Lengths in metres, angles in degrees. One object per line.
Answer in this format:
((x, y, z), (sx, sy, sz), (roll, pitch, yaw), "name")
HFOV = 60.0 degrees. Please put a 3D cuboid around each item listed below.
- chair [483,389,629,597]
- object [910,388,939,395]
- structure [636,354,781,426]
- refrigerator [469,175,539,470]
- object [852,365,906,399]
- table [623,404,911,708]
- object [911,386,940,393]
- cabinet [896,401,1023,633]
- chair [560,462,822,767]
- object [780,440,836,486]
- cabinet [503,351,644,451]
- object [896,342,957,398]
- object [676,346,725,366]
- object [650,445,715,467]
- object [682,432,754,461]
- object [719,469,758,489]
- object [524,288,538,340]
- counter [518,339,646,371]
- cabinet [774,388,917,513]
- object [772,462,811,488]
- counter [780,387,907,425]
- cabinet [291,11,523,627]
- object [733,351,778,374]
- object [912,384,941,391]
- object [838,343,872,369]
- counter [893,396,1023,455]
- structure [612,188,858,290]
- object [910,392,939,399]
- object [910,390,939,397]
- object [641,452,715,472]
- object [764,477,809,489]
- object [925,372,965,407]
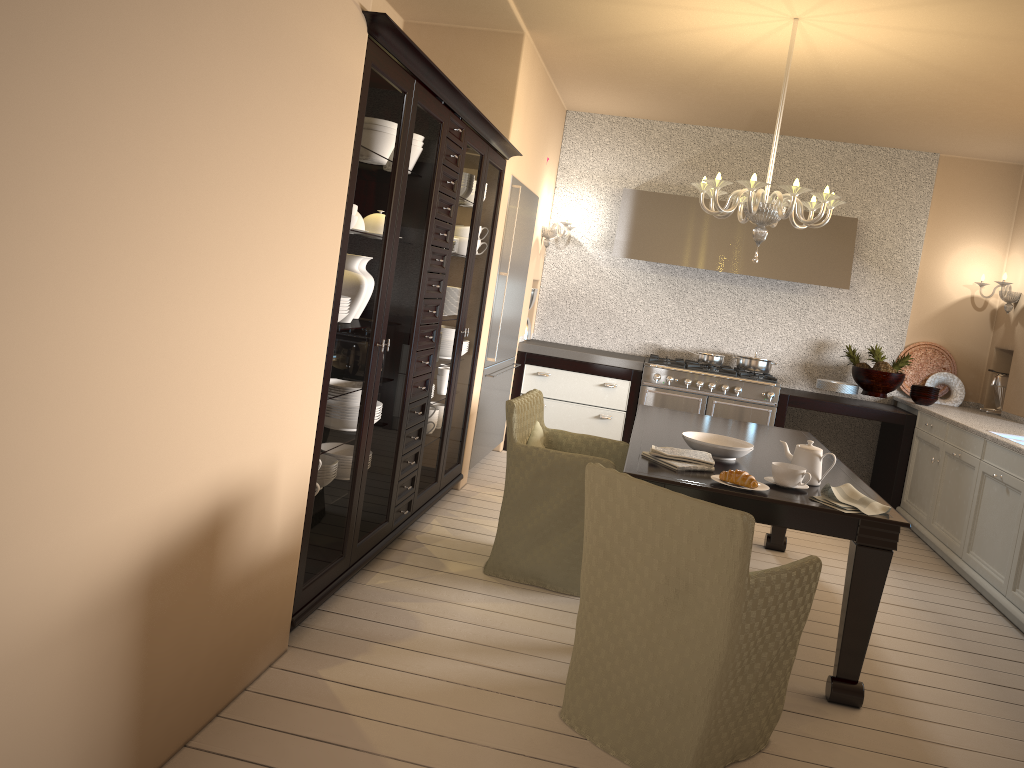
((0.223, 0.474, 3.808), (0.562, 0.799, 0.564), (10, 5, 15), "chair")
((2.805, 0.073, 6.037), (0.180, 0.066, 0.181), (9, 6, 1), "object")
((1.366, 0.266, 6.386), (0.930, 0.803, 0.707), (9, 6, 9), "structure")
((-0.337, -0.445, 5.735), (0.742, 1.729, 1.106), (9, 5, 9), "refrigerator")
((2.563, -0.008, 6.231), (0.351, 0.187, 0.352), (8, 6, -8), "object")
((0.933, 0.597, 3.871), (0.919, 0.651, 1.996), (9, 7, 9), "table")
((2.809, 0.062, 6.035), (0.180, 0.064, 0.180), (10, 7, 16), "object")
((2.783, 0.737, 4.463), (0.847, 0.768, 4.233), (9, 7, 9), "cabinet")
((0.512, 0.664, 2.567), (0.561, 0.799, 0.566), (3, 7, -45), "chair")
((1.075, 0.282, 3.246), (0.198, 0.155, 0.118), (10, 6, 15), "object")
((0.471, 0.167, 6.573), (0.897, 0.722, 0.638), (9, 6, 9), "cabinet")
((3.032, -0.095, 6.498), (0.431, 0.429, 0.064), (9, 5, 9), "object")
((1.408, -0.205, 6.579), (0.198, 0.090, 0.372), (3, 8, -39), "object")
((0.626, 0.269, 3.276), (0.233, 0.051, 0.165), (9, 7, 9), "object")
((0.817, 0.254, 3.542), (0.281, 0.065, 0.282), (9, 7, 3), "object")
((0.765, 0.315, 2.977), (0.138, 0.051, 0.062), (12, 7, 28), "object")
((0.092, -0.539, 6.739), (0.155, 0.393, 0.155), (8, 5, -2), "object")
((0.531, -0.222, 6.555), (0.897, 0.062, 0.602), (9, 7, 9), "counter")
((2.260, 0.465, 6.297), (0.897, 0.722, 0.601), (9, 6, 9), "cabinet")
((0.974, 0.324, 3.119), (0.125, 0.069, 0.116), (9, 6, 2), "object")
((2.307, 0.148, 6.272), (0.765, 0.079, 0.602), (9, 7, 9), "counter")
((-0.713, -0.327, 3.861), (0.889, 1.834, 2.495), (9, 6, 9), "cabinet")
((1.772, -0.166, 6.468), (0.265, 0.145, 0.267), (4, 7, -33), "object")
((2.814, 0.048, 6.034), (0.180, 0.065, 0.180), (10, 7, 16), "object")
((2.463, -0.143, 6.325), (0.137, 0.284, 0.280), (5, 7, -35), "object")
((2.786, 0.324, 4.436), (0.653, 0.067, 4.250), (9, 7, 9), "counter")
((1.605, -1.059, 6.473), (1.663, 0.509, 0.481), (9, 6, 9), "structure")
((2.803, 0.102, 6.039), (0.180, 0.063, 0.181), (7, 7, -13), "object")
((2.805, 0.088, 6.038), (0.180, 0.063, 0.181), (7, 7, -13), "object")
((0.606, 0.284, 3.246), (0.164, 0.026, 0.233), (5, 7, -26), "object")
((0.965, 0.353, 3.122), (0.153, 0.012, 0.154), (5, 8, -30), "object")
((3.130, 0.050, 6.415), (0.282, 0.272, 0.093), (10, 5, 11), "object")
